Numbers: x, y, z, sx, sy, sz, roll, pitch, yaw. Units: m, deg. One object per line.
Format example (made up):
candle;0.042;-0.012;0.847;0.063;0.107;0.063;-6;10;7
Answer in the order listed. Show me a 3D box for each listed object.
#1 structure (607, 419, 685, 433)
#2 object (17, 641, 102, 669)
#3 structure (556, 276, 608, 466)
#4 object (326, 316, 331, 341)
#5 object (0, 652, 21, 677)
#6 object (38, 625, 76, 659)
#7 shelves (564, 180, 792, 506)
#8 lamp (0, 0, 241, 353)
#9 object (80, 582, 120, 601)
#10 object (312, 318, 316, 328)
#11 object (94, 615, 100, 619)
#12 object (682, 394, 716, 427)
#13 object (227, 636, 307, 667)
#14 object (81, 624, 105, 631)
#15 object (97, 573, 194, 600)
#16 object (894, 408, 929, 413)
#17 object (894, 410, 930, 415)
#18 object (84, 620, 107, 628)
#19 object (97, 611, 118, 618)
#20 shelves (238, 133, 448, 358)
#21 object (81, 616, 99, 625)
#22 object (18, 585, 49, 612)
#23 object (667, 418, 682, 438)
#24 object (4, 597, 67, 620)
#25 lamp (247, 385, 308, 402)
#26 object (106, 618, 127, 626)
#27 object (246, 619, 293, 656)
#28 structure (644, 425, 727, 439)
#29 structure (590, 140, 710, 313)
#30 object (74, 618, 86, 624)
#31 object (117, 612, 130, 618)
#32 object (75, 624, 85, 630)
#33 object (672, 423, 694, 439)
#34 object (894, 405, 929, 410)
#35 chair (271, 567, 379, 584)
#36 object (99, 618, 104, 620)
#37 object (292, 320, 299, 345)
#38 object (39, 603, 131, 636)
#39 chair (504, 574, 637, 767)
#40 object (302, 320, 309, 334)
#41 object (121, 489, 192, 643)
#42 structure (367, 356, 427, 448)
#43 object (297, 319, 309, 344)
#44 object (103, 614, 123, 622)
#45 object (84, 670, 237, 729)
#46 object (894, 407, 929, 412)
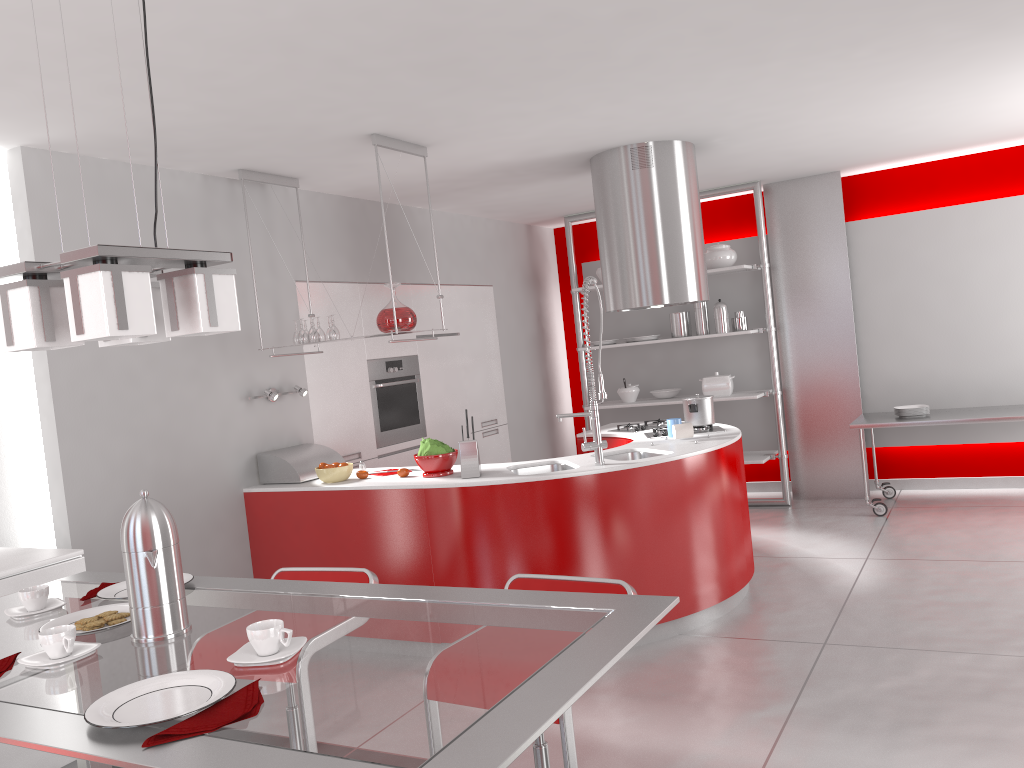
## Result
structure;0.888;0.266;5.803;0.457;0.037;0.303;-7;3;-31
object;-0.837;0.504;1.643;0.119;0.016;0.119;-5;2;26
structure;0.366;-0.066;4.350;0.308;0.920;0.178;-7;2;-18
object;-1.004;-0.302;4.906;0.060;0.141;0.060;-5;3;29
object;-0.951;0.520;1.570;0.095;0.012;0.234;-5;2;28
object;-0.836;0.480;1.635;0.062;0.049;0.078;-7;2;-21
shelves;1.350;-0.252;7.469;1.735;2.599;0.535;-5;3;29
lamp;-0.789;-0.590;1.668;0.304;1.025;0.304;-5;3;29
object;-0.992;0.500;2.195;0.095;0.012;0.234;-5;3;29
object;-1.101;-0.293;4.932;0.060;0.141;0.060;-5;3;29
object;-0.878;0.499;1.908;0.036;0.006;0.034;-5;3;29
object;1.110;0.151;5.271;0.189;0.185;0.218;-6;2;-9
object;-0.421;0.463;1.530;0.119;0.016;0.119;-6;2;9
object;-0.862;0.500;1.825;0.034;0.006;0.036;-5;3;33
object;-0.875;0.488;2.123;0.217;0.015;0.217;-7;2;-25
object;2.927;0.197;6.495;0.228;0.020;0.228;-6;2;11
object;2.928;0.207;6.495;0.228;0.020;0.228;-6;2;11
object;-0.858;0.494;1.827;0.034;0.006;0.036;-4;3;41
object;-0.865;0.492;1.896;0.034;0.006;0.036;-5;2;17
shelves;-0.909;-0.699;4.765;0.934;1.023;0.462;-5;3;29
object;-0.885;0.495;1.858;0.034;0.006;0.036;-7;2;-24
object;-1.097;0.492;2.031;0.078;0.049;0.062;-5;3;29
object;0.911;0.244;4.974;0.080;0.100;0.109;-6;2;2
object;-1.088;0.516;2.028;0.119;0.016;0.119;-8;3;-41
lamp;-1.316;0.058;5.073;0.155;0.081;0.454;-5;3;29
object;-0.825;0.495;1.850;0.036;0.006;0.034;-8;3;-40
object;-0.418;0.439;1.523;0.062;0.049;0.078;-8;3;-38
structure;1.024;0.271;5.286;0.457;0.037;0.303;-6;2;4
structure;0.855;-0.952;5.511;0.644;0.958;0.644;-6;2;-5
object;-0.904;0.502;1.881;0.036;0.006;0.034;-6;2;13
object;-0.836;0.495;1.894;0.036;0.006;0.034;-5;3;28
object;-0.898;0.504;1.839;0.036;0.006;0.034;-6;2;8
object;0.931;0.256;4.846;0.100;0.080;0.109;-6;2;-1
object;2.925;0.177;6.494;0.228;0.020;0.228;-6;2;11
chair;-0.638;1.025;2.660;0.418;0.857;0.460;-5;2;24
object;-0.861;0.498;1.868;0.034;0.006;0.036;-8;3;-43
object;-1.191;-0.283;4.920;0.060;0.141;0.060;-5;3;29
object;-0.871;0.498;1.861;0.217;0.015;0.217;-7;2;-24
chair;0.089;0.963;2.251;0.418;0.857;0.460;-5;3;34
object;-1.159;-0.289;5.000;0.060;0.141;0.060;-5;3;29
object;-0.717;0.349;1.748;0.149;0.287;0.113;-4;3;37
structure;-0.780;0.111;6.165;0.050;0.589;0.599;-5;3;29
object;-1.143;-0.285;4.837;0.060;0.141;0.060;-6;2;6
object;-0.839;0.490;1.863;0.034;0.006;0.036;-8;3;-37
object;-0.530;0.482;1.347;0.217;0.015;0.217;-8;3;-37
object;2.926;0.187;6.495;0.228;0.020;0.228;-6;2;11
